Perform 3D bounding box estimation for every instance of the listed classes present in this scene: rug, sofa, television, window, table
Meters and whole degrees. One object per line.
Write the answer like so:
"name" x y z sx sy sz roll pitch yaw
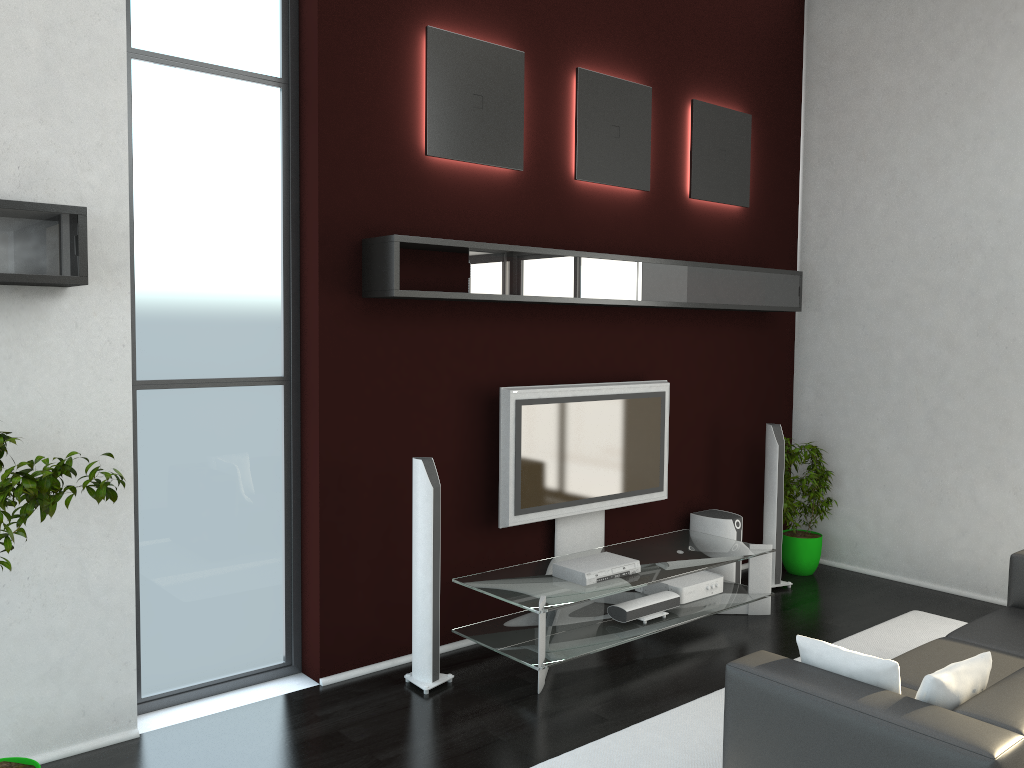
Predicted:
"rug" 1.846 1.599 3.955 3.695 0.009 1.875 -2 5 -40
"sofa" 2.078 1.275 3.681 2.781 0.652 0.943 -2 5 -40
"television" 0.485 0.400 5.507 1.436 0.807 0.099 -2 5 -40
"window" -1.451 -0.705 4.287 0.800 4.400 0.025 -2 5 -40
"table" 0.672 0.959 5.350 2.046 1.093 0.771 -2 5 -40

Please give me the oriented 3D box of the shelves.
"shelves" -0.598 -0.591 4.519 6.988 0.301 0.305 -2 5 -40

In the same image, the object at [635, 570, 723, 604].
"object" 1.087 1.293 5.744 0.449 0.106 0.412 -2 5 -40

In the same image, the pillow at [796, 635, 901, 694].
"pillow" 1.190 1.079 3.095 0.186 0.358 0.376 -2 4 -39

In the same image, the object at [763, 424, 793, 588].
"object" 1.872 0.860 6.360 0.228 1.141 0.215 -1 4 -25

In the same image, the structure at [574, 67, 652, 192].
"structure" 0.642 -1.605 5.658 0.678 0.676 0.055 -2 5 -40

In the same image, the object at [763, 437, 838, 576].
"object" 2.171 0.902 6.722 0.507 1.068 0.599 3 4 35

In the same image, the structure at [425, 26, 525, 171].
"structure" -0.207 -1.570 4.946 0.678 0.676 0.055 -2 5 -40

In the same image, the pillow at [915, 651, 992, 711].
"pillow" 1.438 1.089 2.954 0.376 0.361 0.169 -2 4 -38

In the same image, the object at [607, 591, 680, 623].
"object" 0.785 1.311 5.231 0.470 0.090 0.182 -2 5 -40

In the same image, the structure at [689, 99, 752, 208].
"structure" 1.490 -1.640 6.369 0.678 0.676 0.055 -2 5 -40

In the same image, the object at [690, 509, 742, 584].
"object" 1.469 1.186 6.291 0.286 0.518 0.323 -2 5 -40

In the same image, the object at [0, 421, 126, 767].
"object" -1.878 0.861 3.058 0.646 1.515 0.994 4 5 42

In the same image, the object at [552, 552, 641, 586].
"object" 0.485 1.054 5.068 0.439 0.073 0.273 -2 5 -40

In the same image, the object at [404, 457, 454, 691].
"object" -0.441 0.949 4.532 0.215 1.141 0.228 3 4 35
